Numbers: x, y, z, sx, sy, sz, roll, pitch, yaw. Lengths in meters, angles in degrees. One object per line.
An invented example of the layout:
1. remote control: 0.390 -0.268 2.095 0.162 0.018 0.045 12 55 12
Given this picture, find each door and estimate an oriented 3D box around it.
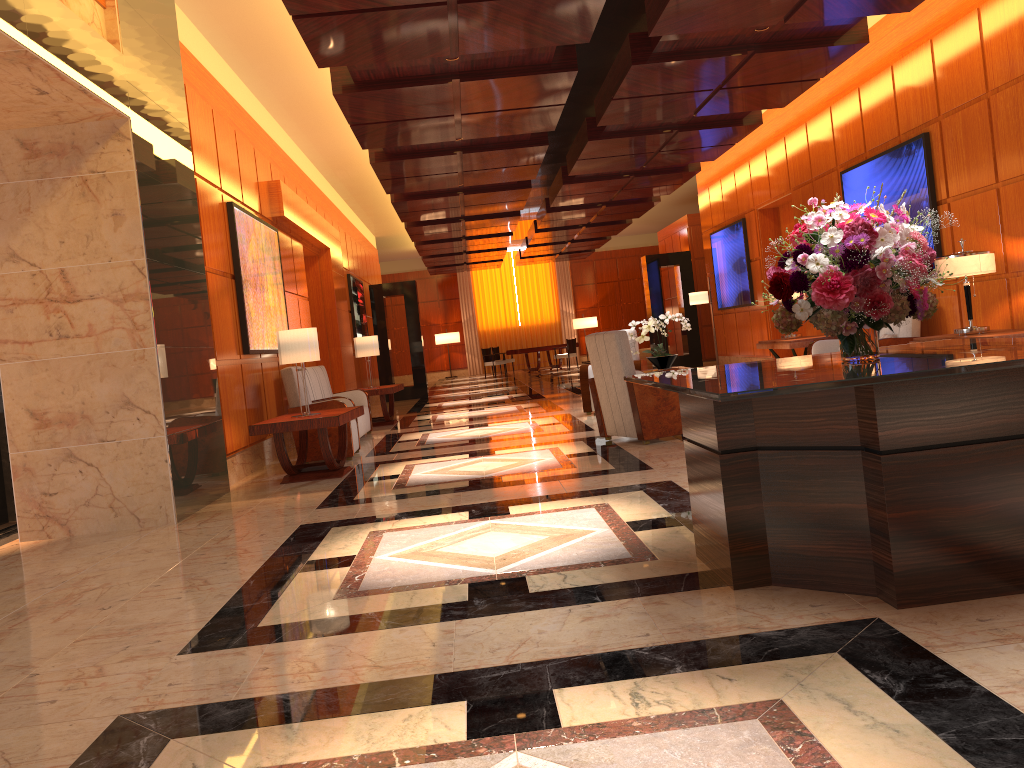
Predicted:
1. door: 4.281 -1.470 13.414 0.340 2.650 1.538 -6 1 -2
2. door: -3.008 -0.641 13.044 0.340 2.650 1.500 -6 1 -2

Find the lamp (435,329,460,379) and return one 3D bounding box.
1. lamp: -2.095 -1.017 29.556 0.809 1.660 0.813 -6 1 37

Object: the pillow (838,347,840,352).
1. pillow: 3.902 -0.454 10.258 0.195 0.227 0.344 -6 2 2

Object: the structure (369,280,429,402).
1. structure: -2.406 -0.906 18.933 0.985 2.497 0.500 -6 0 -3

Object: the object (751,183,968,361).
1. object: 1.319 -0.423 3.440 0.650 0.658 0.680 -7 2 -11

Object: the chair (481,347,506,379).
1. chair: -0.545 -0.619 25.620 0.575 0.894 0.586 -6 1 35

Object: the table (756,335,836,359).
1. table: 3.757 -0.293 11.508 0.725 0.606 1.271 -6 2 -2

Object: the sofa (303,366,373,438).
1. sofa: -2.081 0.233 10.424 0.612 0.932 1.800 -6 2 -2

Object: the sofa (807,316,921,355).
1. sofa: 3.886 -0.402 9.802 0.612 0.932 1.800 -6 2 -2

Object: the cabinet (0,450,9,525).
1. cabinet: -5.041 0.791 6.468 2.190 0.868 0.784 -6 1 -3

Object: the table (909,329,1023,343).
1. table: 3.961 -0.118 7.290 0.725 0.606 1.271 -6 2 -2

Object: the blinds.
1. blinds: 0.190 -2.522 30.296 3.853 4.063 0.149 -6 0 -3

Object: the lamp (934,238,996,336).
1. lamp: 3.807 -0.819 7.417 0.458 0.809 0.459 -6 1 7

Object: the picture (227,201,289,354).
1. picture: -2.640 -1.045 9.380 0.056 1.451 1.998 -6 2 -2

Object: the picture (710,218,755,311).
1. picture: 3.865 -2.063 15.658 0.056 1.451 1.998 -6 2 -2

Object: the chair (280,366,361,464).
1. chair: -1.892 0.275 8.815 0.629 0.960 0.738 -6 1 -4

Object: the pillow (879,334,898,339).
1. pillow: 3.938 -0.412 9.377 0.202 0.229 0.273 -6 2 0

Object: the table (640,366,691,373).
1. table: 1.552 0.120 9.166 0.722 0.495 1.561 -6 2 0

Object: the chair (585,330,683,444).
1. chair: 1.076 -0.001 7.652 0.629 0.960 0.737 -7 1 -24

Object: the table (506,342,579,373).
1. table: 0.934 -0.733 25.856 2.111 0.741 0.782 -8 2 -32

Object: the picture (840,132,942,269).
1. picture: 4.148 -1.821 9.804 0.056 1.451 1.998 -6 2 -2

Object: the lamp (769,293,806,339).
1. lamp: 3.606 -0.999 11.567 0.460 0.793 0.457 -7 1 -41

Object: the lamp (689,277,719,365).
1. lamp: 3.176 -0.888 14.268 0.527 1.660 0.359 -6 1 -13

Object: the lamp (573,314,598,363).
1. lamp: 2.515 -1.541 29.778 0.809 1.660 0.813 -6 1 37

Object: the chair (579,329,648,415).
1. chair: 1.228 -0.158 10.645 0.737 0.960 0.630 -6 1 16

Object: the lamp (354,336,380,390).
1. lamp: 2.298 -0.567 7.907 0.336 0.734 12.975 -7 2 -43

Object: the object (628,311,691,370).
1. object: 1.541 -0.444 9.283 0.789 0.617 0.417 -7 1 -25

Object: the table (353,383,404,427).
1. table: -1.950 0.323 12.642 0.725 0.534 1.169 -6 2 0

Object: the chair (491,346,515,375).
1. chair: -0.285 -0.706 26.851 0.575 0.894 0.586 -6 1 25

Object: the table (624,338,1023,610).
1. table: 1.399 0.276 3.426 1.600 0.744 1.601 -6 2 -3

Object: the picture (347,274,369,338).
1. picture: -3.038 -1.387 17.632 0.056 1.451 1.998 -6 2 -2

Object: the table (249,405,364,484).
1. table: -1.708 0.531 7.637 0.725 0.534 1.169 -6 2 0

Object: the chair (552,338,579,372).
1. chair: 1.562 -0.828 25.062 0.575 0.894 0.586 -5 1 40
